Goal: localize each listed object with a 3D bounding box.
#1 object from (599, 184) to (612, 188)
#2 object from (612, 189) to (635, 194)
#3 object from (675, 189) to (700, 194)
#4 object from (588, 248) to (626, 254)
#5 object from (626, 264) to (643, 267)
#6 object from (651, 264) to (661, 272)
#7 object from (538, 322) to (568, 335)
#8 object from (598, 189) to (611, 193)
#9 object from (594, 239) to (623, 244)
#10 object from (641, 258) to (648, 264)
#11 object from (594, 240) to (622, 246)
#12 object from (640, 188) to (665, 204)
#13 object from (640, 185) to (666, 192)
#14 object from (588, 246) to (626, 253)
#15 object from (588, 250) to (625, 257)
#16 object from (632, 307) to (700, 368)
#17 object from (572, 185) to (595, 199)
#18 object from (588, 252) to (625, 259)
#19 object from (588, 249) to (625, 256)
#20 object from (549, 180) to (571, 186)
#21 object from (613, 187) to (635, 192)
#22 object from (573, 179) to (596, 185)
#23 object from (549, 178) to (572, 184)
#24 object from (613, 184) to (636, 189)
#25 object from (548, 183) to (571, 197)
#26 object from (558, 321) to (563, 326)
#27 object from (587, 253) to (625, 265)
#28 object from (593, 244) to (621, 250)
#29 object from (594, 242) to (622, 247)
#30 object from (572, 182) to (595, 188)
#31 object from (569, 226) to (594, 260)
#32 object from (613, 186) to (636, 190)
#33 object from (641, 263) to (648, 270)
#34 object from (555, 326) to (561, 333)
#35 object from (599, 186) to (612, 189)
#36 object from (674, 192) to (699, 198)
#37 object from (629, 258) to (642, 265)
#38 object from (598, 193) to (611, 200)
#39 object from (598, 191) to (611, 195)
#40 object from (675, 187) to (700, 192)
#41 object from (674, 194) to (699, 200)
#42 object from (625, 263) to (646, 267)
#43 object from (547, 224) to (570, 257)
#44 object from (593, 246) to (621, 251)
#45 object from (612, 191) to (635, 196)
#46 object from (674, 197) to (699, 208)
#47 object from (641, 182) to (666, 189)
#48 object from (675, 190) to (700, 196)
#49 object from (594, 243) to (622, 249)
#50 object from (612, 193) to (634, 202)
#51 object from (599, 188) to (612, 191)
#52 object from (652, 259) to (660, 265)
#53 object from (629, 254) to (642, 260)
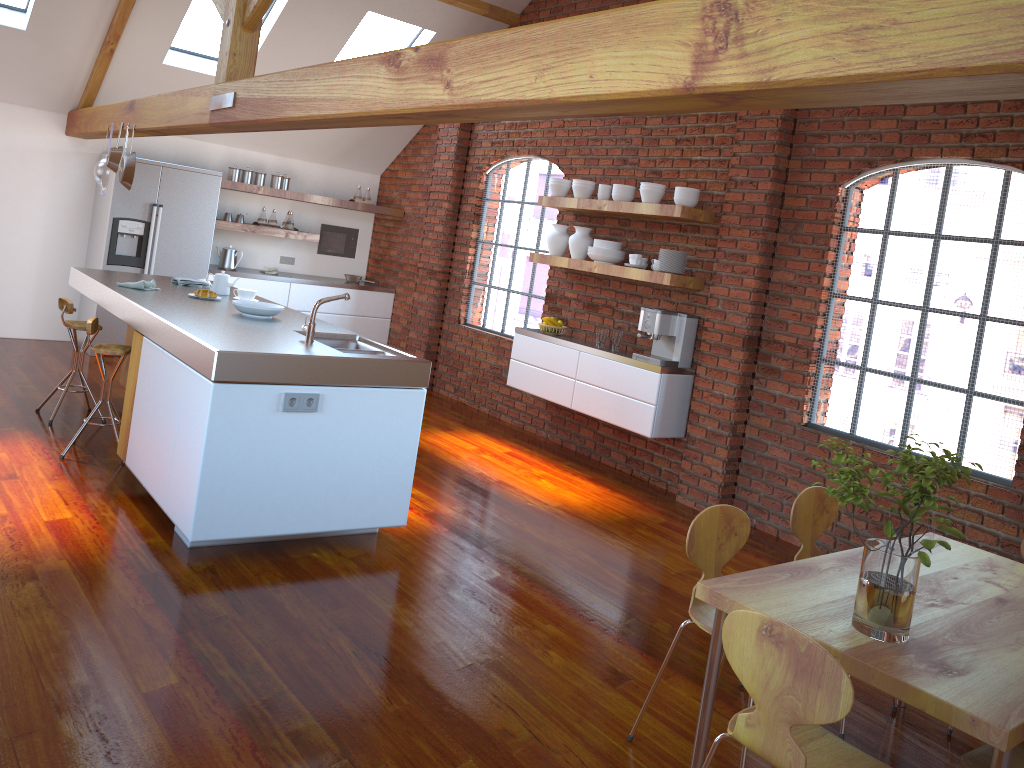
[{"bbox_3d":[0.700,-1.465,6.623,0.099,0.061,0.099,9,7,2],"label":"object"},{"bbox_3d":[0.813,-1.380,6.434,0.165,0.060,0.168,2,11,-42],"label":"object"},{"bbox_3d":[1.176,-1.270,5.921,0.165,0.060,0.167,9,8,2],"label":"object"},{"bbox_3d":[0.697,-0.959,6.506,0.285,0.055,0.281,15,10,35],"label":"object"},{"bbox_3d":[0.868,-0.831,6.207,0.154,0.012,0.155,11,9,13],"label":"object"},{"bbox_3d":[1.023,-0.807,6.149,0.092,0.046,0.100,8,7,-3],"label":"object"},{"bbox_3d":[0.319,-0.432,6.953,0.236,0.071,0.237,10,8,10],"label":"object"},{"bbox_3d":[0.694,-1.427,6.624,0.099,0.061,0.099,9,7,2],"label":"object"},{"bbox_3d":[0.708,-1.029,6.504,0.213,0.055,0.217,0,12,-45],"label":"object"},{"bbox_3d":[0.936,-0.888,6.376,0.092,0.058,0.100,11,7,21],"label":"object"},{"bbox_3d":[0.706,-1.018,6.504,0.213,0.055,0.217,0,12,-45],"label":"object"},{"bbox_3d":[0.975,-1.303,6.159,0.181,0.103,0.181,12,8,23],"label":"object"},{"bbox_3d":[0.978,-1.324,6.158,0.181,0.103,0.181,12,8,23],"label":"object"},{"bbox_3d":[0.699,-0.969,6.506,0.285,0.055,0.281,15,10,35],"label":"object"},{"bbox_3d":[0.694,-0.940,6.507,0.285,0.055,0.281,15,10,35],"label":"object"},{"bbox_3d":[1.026,-0.325,5.982,0.376,0.368,0.274,5,6,-37],"label":"object"},{"bbox_3d":[0.541,-1.461,6.751,0.180,0.103,0.183,9,7,-1],"label":"object"},{"bbox_3d":[0.692,-0.929,6.507,0.285,0.055,0.281,15,10,35],"label":"object"},{"bbox_3d":[0.696,-0.950,6.506,0.285,0.055,0.281,15,10,35],"label":"object"},{"bbox_3d":[0.372,-1.536,6.925,0.180,0.103,0.183,9,7,-1],"label":"object"},{"bbox_3d":[0.815,-1.394,6.434,0.165,0.060,0.168,2,11,-42],"label":"object"},{"bbox_3d":[0.548,-1.504,6.749,0.180,0.103,0.183,9,7,-1],"label":"object"},{"bbox_3d":[0.375,-1.558,6.924,0.180,0.103,0.183,9,7,-1],"label":"object"},{"bbox_3d":[0.819,-1.419,6.433,0.165,0.060,0.168,2,11,-42],"label":"object"},{"bbox_3d":[0.369,-1.515,6.925,0.180,0.103,0.183,9,7,-1],"label":"object"},{"bbox_3d":[0.379,-0.479,6.952,0.047,0.046,0.055,9,6,4],"label":"object"},{"bbox_3d":[0.691,-0.918,6.507,0.285,0.055,0.281,15,10,35],"label":"object"},{"bbox_3d":[0.702,-0.988,6.505,0.213,0.055,0.217,0,12,-45],"label":"object"},{"bbox_3d":[0.705,-1.010,6.505,0.213,0.055,0.217,0,12,-45],"label":"object"},{"bbox_3d":[0.544,-1.482,6.750,0.180,0.103,0.183,9,7,-1],"label":"object"},{"bbox_3d":[0.530,-1.079,6.764,0.194,0.248,0.192,11,5,24],"label":"object"},{"bbox_3d":[0.817,-1.405,6.434,0.165,0.060,0.168,2,11,-42],"label":"object"},{"bbox_3d":[0.936,-0.855,6.375,0.093,0.046,0.098,13,9,32],"label":"object"},{"bbox_3d":[0.354,-0.439,6.982,0.069,0.069,0.069,6,6,-28],"label":"object"},{"bbox_3d":[0.698,-1.452,6.623,0.099,0.061,0.099,9,7,2],"label":"object"},{"bbox_3d":[1.172,-1.245,5.922,0.165,0.060,0.167,9,8,2],"label":"object"},{"bbox_3d":[0.868,-0.856,6.203,0.098,0.046,0.093,2,10,-42],"label":"object"},{"bbox_3d":[0.690,-1.398,6.625,0.099,0.061,0.099,9,7,2],"label":"object"},{"bbox_3d":[0.692,-1.414,6.624,0.099,0.061,0.099,9,7,2],"label":"object"},{"bbox_3d":[1.178,-1.284,5.921,0.165,0.060,0.167,9,8,2],"label":"object"},{"bbox_3d":[1.170,-1.232,5.922,0.165,0.060,0.167,9,8,2],"label":"object"},{"bbox_3d":[0.869,-0.835,6.207,0.154,0.012,0.155,11,9,13],"label":"object"},{"bbox_3d":[0.369,-1.138,6.984,0.192,0.248,0.194,9,4,2],"label":"object"},{"bbox_3d":[0.700,-0.978,6.506,0.213,0.055,0.217,0,12,-45],"label":"object"},{"bbox_3d":[0.811,-1.367,6.435,0.165,0.060,0.168,2,11,-42],"label":"object"},{"bbox_3d":[1.168,-1.216,5.922,0.165,0.060,0.167,9,8,2],"label":"object"},{"bbox_3d":[0.981,-1.346,6.157,0.181,0.103,0.181,12,8,23],"label":"object"},{"bbox_3d":[1.174,-1.259,5.921,0.165,0.060,0.167,9,8,2],"label":"object"},{"bbox_3d":[0.703,-1.000,6.505,0.213,0.055,0.217,0,12,-45],"label":"object"},{"bbox_3d":[0.808,-1.351,6.435,0.165,0.060,0.168,2,11,-42],"label":"object"},{"bbox_3d":[0.696,-1.441,6.623,0.099,0.061,0.099,9,7,2],"label":"object"},{"bbox_3d":[1.033,-0.838,6.150,0.091,0.058,0.101,7,7,-14],"label":"object"},{"bbox_3d":[0.868,-0.889,6.205,0.093,0.058,0.100,14,8,36],"label":"object"}]
